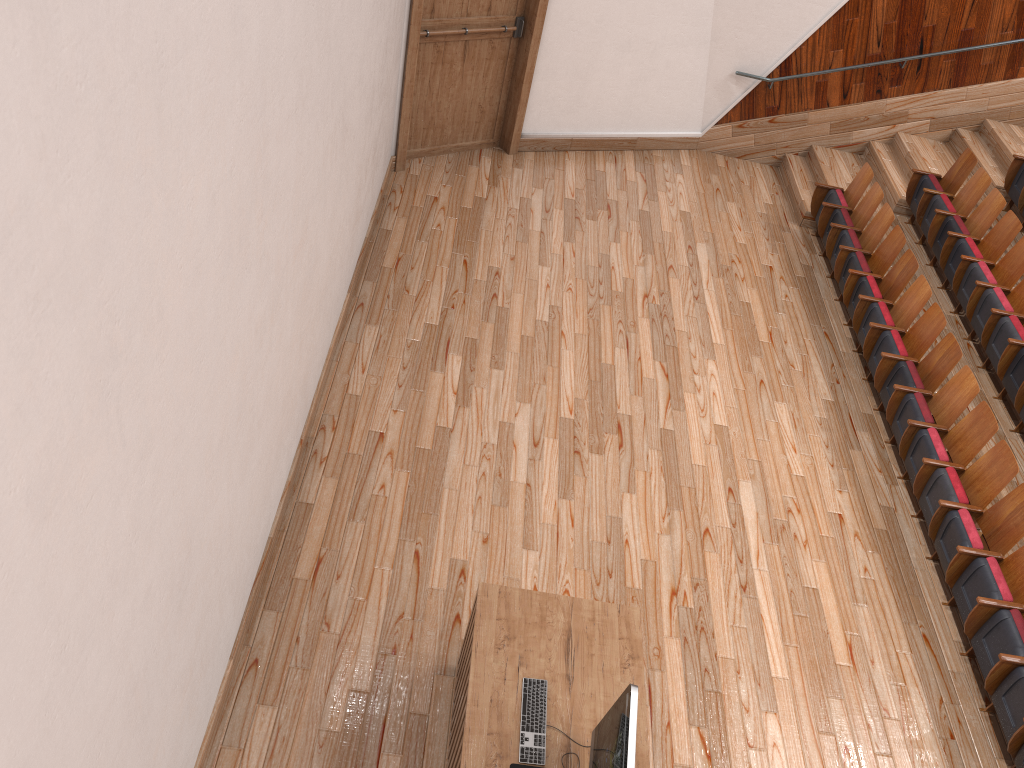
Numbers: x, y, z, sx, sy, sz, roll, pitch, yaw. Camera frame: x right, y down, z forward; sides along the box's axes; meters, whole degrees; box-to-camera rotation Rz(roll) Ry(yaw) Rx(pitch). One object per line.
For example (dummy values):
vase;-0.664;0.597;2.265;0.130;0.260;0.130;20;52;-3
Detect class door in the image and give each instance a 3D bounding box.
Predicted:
door;-0.035;-0.308;0.756;0.137;0.255;0.023;-18;51;-31

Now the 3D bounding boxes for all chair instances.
chair;0.661;0.148;0.373;0.772;0.398;1.107;11;42;-6

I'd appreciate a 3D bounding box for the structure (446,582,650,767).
structure;0.012;0.176;0.386;0.078;0.075;0.146;10;42;-5

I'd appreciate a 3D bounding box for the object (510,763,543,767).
object;0.007;0.160;0.345;0.018;0.001;0.021;11;42;-6

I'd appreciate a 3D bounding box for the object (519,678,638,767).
object;0.027;0.141;0.334;0.041;0.051;0.083;10;42;-5
